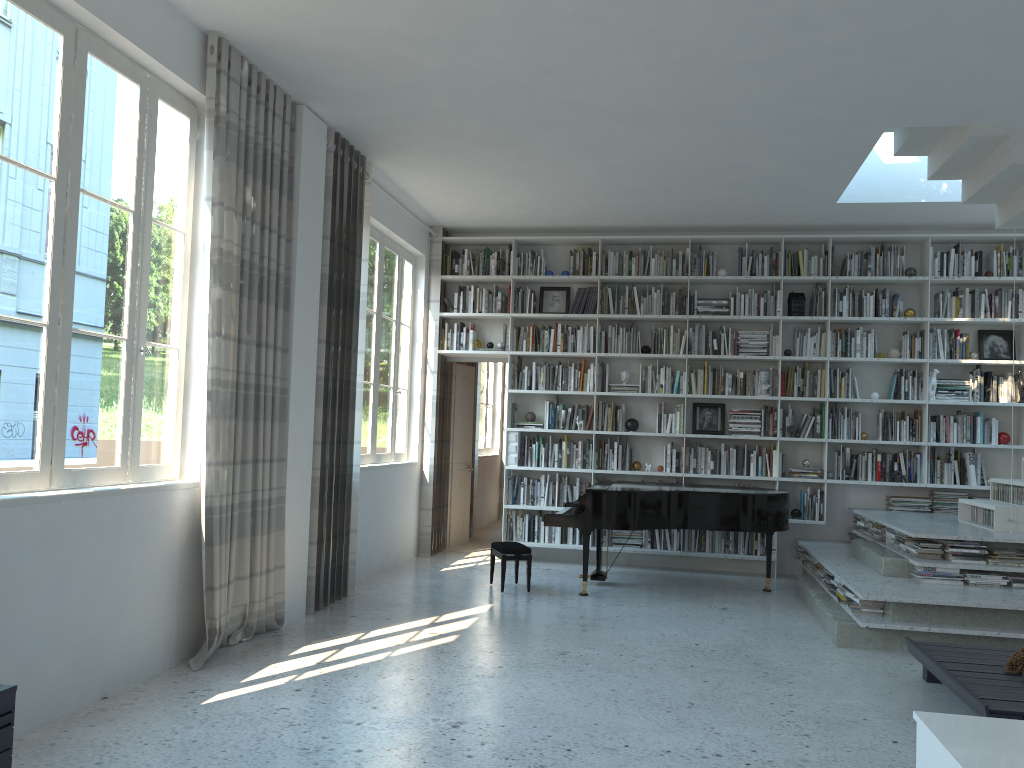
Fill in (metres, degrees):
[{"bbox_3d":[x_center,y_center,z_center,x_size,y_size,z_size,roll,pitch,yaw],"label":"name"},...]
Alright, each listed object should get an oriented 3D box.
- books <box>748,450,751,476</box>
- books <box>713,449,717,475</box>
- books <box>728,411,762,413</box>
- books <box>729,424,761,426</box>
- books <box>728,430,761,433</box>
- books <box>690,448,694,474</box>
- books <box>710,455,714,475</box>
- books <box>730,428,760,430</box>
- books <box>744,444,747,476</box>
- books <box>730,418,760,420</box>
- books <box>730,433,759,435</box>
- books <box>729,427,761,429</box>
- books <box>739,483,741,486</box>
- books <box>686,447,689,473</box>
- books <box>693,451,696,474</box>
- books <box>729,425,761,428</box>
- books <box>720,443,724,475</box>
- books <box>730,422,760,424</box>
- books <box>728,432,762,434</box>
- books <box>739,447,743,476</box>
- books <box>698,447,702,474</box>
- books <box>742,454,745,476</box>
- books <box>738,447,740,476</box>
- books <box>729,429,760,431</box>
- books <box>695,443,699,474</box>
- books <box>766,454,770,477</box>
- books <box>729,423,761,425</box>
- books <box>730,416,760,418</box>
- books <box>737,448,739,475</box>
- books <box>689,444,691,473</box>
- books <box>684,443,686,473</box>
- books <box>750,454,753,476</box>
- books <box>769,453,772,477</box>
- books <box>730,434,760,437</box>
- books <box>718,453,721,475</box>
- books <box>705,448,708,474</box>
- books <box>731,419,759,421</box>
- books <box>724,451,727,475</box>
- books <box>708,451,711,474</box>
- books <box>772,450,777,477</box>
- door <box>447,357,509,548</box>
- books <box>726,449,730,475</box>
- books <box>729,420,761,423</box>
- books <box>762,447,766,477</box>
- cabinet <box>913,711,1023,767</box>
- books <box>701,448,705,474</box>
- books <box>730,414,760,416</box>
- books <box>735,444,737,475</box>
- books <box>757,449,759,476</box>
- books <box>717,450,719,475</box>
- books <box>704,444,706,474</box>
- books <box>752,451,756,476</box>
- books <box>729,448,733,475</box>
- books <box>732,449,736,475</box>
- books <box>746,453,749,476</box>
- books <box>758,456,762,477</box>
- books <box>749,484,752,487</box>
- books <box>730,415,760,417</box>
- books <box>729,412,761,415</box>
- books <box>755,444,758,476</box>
[{"bbox_3d":[2.213,0.738,8.278,0.014,0.235,0.154,2,-3,11],"label":"books"},{"bbox_3d":[1.906,0.728,8.323,0.029,0.237,0.166,2,-3,11],"label":"books"},{"bbox_3d":[2.181,0.265,8.301,0.285,0.012,0.159,2,-3,6],"label":"books"},{"bbox_3d":[2.178,0.387,8.303,0.285,0.012,0.159,1,-3,13],"label":"books"},{"bbox_3d":[2.177,0.446,8.303,0.285,0.012,0.159,2,-3,10],"label":"books"},{"bbox_3d":[1.693,0.724,8.361,0.027,0.234,0.167,2,-3,11],"label":"books"},{"bbox_3d":[1.875,0.754,8.320,0.029,0.183,0.174,2,-3,11],"label":"books"},{"bbox_3d":[2.176,0.422,8.295,0.254,0.012,0.161,2,-3,6],"label":"books"},{"bbox_3d":[2.175,0.705,8.278,0.012,0.296,0.178,2,-3,11],"label":"books"},{"bbox_3d":[2.180,0.327,8.304,0.254,0.012,0.161,2,-3,8],"label":"books"},{"bbox_3d":[2.175,0.470,8.300,0.254,0.012,0.161,1,-3,13],"label":"books"},{"bbox_3d":[2.178,0.411,8.307,0.285,0.012,0.159,1,-3,11],"label":"books"},{"bbox_3d":[2.107,1.070,8.208,0.013,0.303,0.181,2,-3,11],"label":"books"},{"bbox_3d":[1.658,0.719,8.386,0.029,0.243,0.154,2,-3,11],"label":"books"},{"bbox_3d":[1.720,0.738,8.368,0.024,0.208,0.170,2,-3,11],"label":"books"},{"bbox_3d":[2.178,0.399,8.305,0.285,0.012,0.159,1,-3,12],"label":"books"},{"bbox_3d":[1.971,0.703,8.323,0.026,0.291,0.152,2,-3,11],"label":"books"},{"bbox_3d":[2.178,0.363,8.298,0.254,0.012,0.161,2,-3,6],"label":"books"},{"bbox_3d":[2.174,0.457,8.293,0.285,0.012,0.159,2,-3,6],"label":"books"},{"bbox_3d":[2.134,0.720,8.281,0.028,0.264,0.161,2,-3,11],"label":"books"},{"bbox_3d":[1.773,0.721,8.370,0.024,0.247,0.132,2,-3,11],"label":"books"},{"bbox_3d":[2.159,0.753,8.289,0.021,0.202,0.128,2,-3,11],"label":"books"},{"bbox_3d":[2.117,0.722,8.291,0.010,0.261,0.181,2,-3,11],"label":"books"},{"bbox_3d":[2.175,0.434,8.294,0.285,0.012,0.159,1,-3,16],"label":"books"},{"bbox_3d":[1.750,0.699,8.382,0.027,0.290,0.140,2,-3,11],"label":"books"},{"bbox_3d":[2.369,0.752,8.232,0.042,0.212,0.169,2,-3,11],"label":"books"},{"bbox_3d":[2.177,0.374,8.297,0.285,0.012,0.159,1,-3,16],"label":"books"},{"bbox_3d":[2.180,0.314,8.302,0.254,0.012,0.161,2,-3,7],"label":"books"},{"bbox_3d":[2.108,0.727,8.303,0.011,0.251,0.158,2,-3,11],"label":"books"},{"bbox_3d":[1.677,0.704,8.376,0.011,0.275,0.146,2,-3,11],"label":"books"},{"bbox_3d":[1.639,0.699,8.394,0.012,0.285,0.159,2,-3,11],"label":"books"},{"bbox_3d":[2.228,0.753,8.263,0.023,0.204,0.167,2,-3,11],"label":"books"},{"bbox_3d":[2.395,0.751,8.229,0.011,0.216,0.166,2,-3,11],"label":"books"},{"bbox_3d":[2.174,0.482,8.295,0.254,0.012,0.161,2,-3,7],"label":"books"},{"bbox_3d":[1.943,0.749,8.312,0.023,0.196,0.165,2,-3,11],"label":"books"},{"bbox_3d":[1.834,0.724,8.356,0.021,0.244,0.141,2,-3,11],"label":"books"},{"bbox_3d":[2.180,0.339,8.303,0.254,0.012,0.161,1,-3,14],"label":"books"},{"bbox_3d":[1.997,0.740,8.325,0.025,0.220,0.140,2,-3,11],"label":"books"},{"bbox_3d":[1.851,0.736,8.330,0.023,0.217,0.174,2,-3,11],"label":"books"},{"bbox_3d":[2.427,0.736,8.218,0.033,0.246,0.176,2,-3,11],"label":"books"},{"bbox_3d":[-0.339,0.741,9.318,0.834,1.980,0.787,2,-3,11],"label":"door"},{"bbox_3d":[2.022,0.732,8.313,0.031,0.237,0.159,2,-3,11],"label":"books"},{"bbox_3d":[2.179,0.350,8.298,0.285,0.012,0.159,1,-3,16],"label":"books"},{"bbox_3d":[2.338,0.722,8.251,0.026,0.272,0.175,2,-3,11],"label":"books"},{"bbox_3d":[1.258,1.149,2.200,0.380,0.486,0.503,2,-3,11],"label":"cabinet"},{"bbox_3d":[1.795,0.721,8.348,0.027,0.245,0.179,2,-3,11],"label":"books"},{"bbox_3d":[2.181,0.290,8.303,0.254,0.012,0.161,2,-3,7],"label":"books"},{"bbox_3d":[2.097,0.710,8.313,0.014,0.286,0.134,2,-3,11],"label":"books"},{"bbox_3d":[2.288,0.729,8.272,0.014,0.256,0.145,2,-3,11],"label":"books"},{"bbox_3d":[1.928,0.733,8.329,0.013,0.230,0.139,2,-3,11],"label":"books"},{"bbox_3d":[1.814,0.703,8.342,0.013,0.282,0.166,2,-3,11],"label":"books"},{"bbox_3d":[2.252,0.738,8.259,0.023,0.234,0.175,2,-3,11],"label":"books"},{"bbox_3d":[2.053,0.725,8.323,0.025,0.254,0.136,2,-3,11],"label":"books"},{"bbox_3d":[2.073,0.728,8.292,0.026,0.245,0.191,2,-3,11],"label":"books"},{"bbox_3d":[2.191,0.750,8.271,0.024,0.207,0.183,2,-3,11],"label":"books"},{"bbox_3d":[2.300,0.765,8.243,0.023,0.183,0.169,2,-3,11],"label":"books"},{"bbox_3d":[2.199,1.077,8.195,0.015,0.293,0.169,2,-3,11],"label":"books"},{"bbox_3d":[2.181,0.302,8.305,0.254,0.012,0.161,2,-3,8],"label":"books"},{"bbox_3d":[2.182,0.278,8.308,0.285,0.012,0.159,1,-3,13],"label":"books"},{"bbox_3d":[2.273,0.710,8.268,0.014,0.293,0.137,2,-3,11],"label":"books"}]
